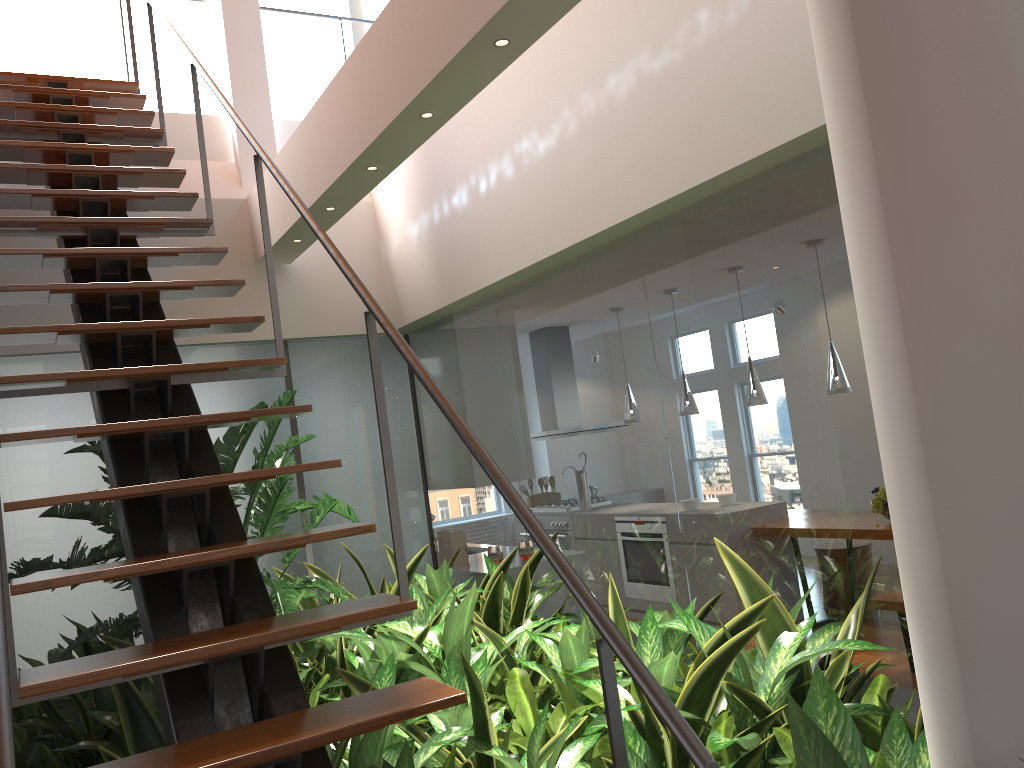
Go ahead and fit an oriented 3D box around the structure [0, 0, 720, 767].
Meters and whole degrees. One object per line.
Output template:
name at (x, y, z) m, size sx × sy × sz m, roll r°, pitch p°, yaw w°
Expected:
structure at (-0.548, -0.486, 3.185) m, size 2.552 × 4.265 × 4.591 m, roll -5°, pitch -4°, yaw -30°
